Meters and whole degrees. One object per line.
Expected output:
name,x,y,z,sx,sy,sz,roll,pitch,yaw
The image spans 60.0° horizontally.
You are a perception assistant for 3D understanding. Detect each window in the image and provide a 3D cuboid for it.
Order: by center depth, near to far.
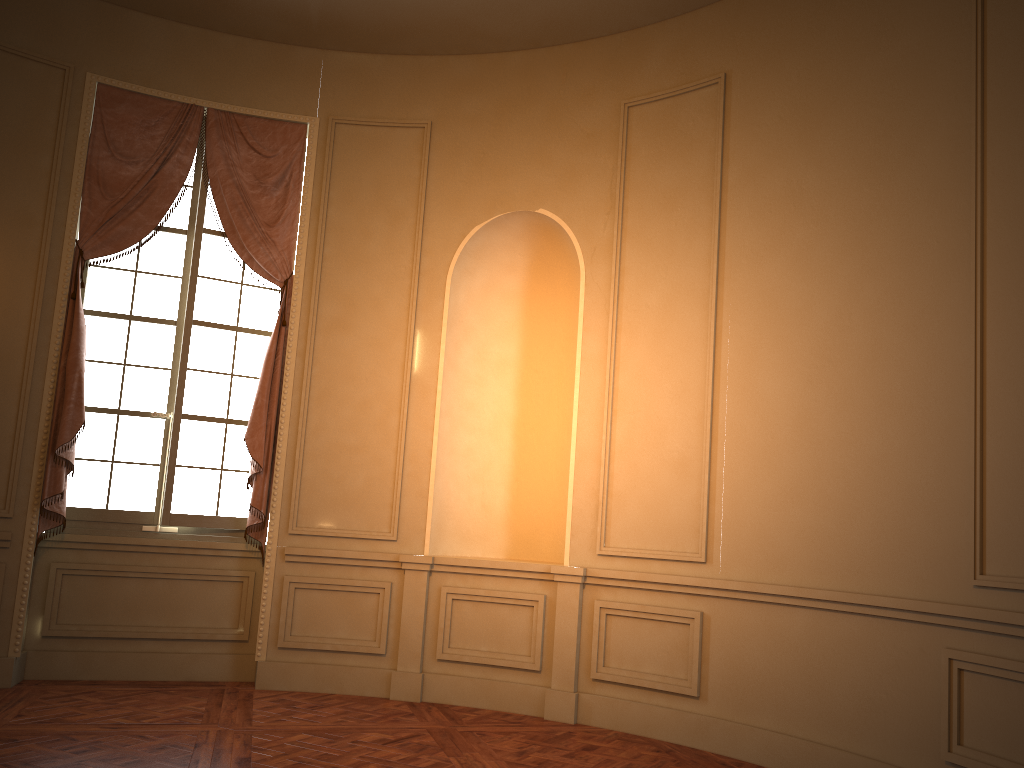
window,-2.153,-0.411,5.823,1.328,2.824,0.151,6,-7,-17

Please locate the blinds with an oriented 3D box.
blinds,-2.087,-0.376,5.602,1.352,2.964,0.283,6,-8,-18
